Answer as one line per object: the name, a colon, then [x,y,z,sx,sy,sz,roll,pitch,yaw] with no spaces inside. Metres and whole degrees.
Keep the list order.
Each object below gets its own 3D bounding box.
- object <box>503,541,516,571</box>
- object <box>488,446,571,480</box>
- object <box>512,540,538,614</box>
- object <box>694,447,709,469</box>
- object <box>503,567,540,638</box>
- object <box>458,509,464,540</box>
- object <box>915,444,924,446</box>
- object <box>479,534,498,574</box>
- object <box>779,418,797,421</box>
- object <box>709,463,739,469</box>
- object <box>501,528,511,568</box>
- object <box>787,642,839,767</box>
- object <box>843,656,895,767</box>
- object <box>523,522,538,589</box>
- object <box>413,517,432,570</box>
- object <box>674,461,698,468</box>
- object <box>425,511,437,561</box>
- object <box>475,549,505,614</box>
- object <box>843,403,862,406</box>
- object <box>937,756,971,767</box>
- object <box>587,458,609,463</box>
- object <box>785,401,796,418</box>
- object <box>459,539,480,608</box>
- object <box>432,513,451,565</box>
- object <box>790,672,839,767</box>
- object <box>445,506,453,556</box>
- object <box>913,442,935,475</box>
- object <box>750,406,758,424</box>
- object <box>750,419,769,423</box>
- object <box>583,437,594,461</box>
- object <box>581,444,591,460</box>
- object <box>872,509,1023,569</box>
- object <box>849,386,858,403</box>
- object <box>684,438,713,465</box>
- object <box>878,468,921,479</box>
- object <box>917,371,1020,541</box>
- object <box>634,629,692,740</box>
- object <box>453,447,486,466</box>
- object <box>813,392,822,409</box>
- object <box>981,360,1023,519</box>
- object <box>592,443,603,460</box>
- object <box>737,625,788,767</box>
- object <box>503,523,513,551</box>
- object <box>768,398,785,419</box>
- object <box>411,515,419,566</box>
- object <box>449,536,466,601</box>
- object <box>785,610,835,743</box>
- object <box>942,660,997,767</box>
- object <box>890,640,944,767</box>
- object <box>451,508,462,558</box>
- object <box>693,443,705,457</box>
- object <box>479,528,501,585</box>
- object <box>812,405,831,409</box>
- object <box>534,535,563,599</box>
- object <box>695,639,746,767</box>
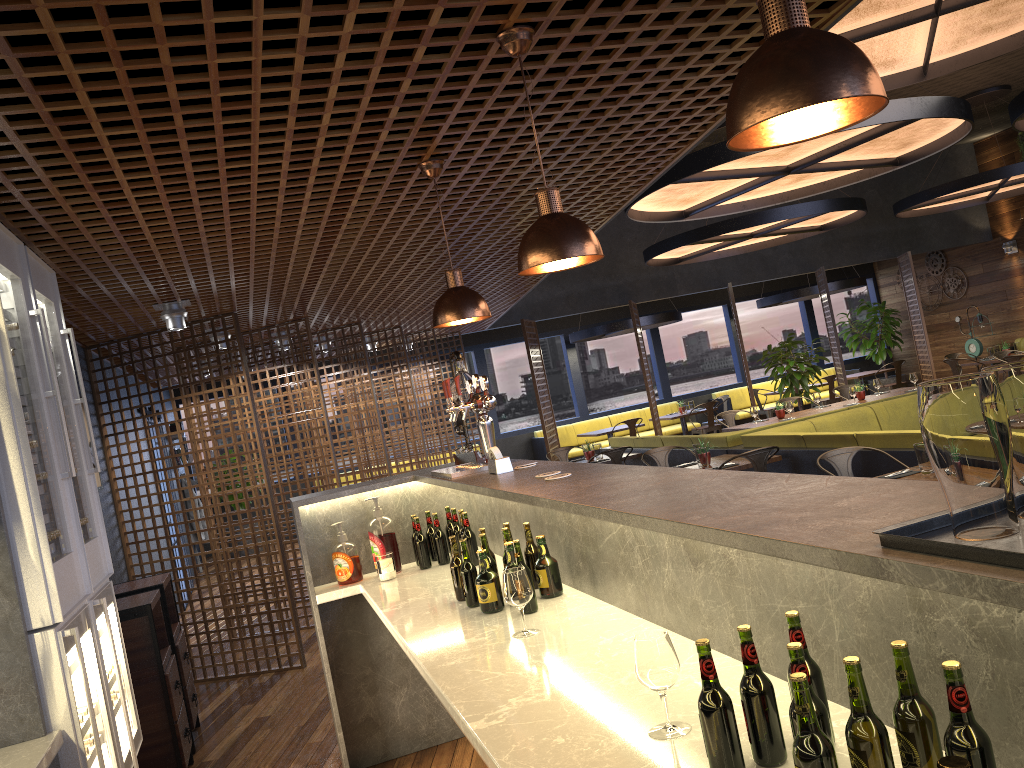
object: [0.010,0.692,3.255,0.088,0.224,0.088,-11,-1,13]
object: [0.094,0.268,3.260,0.200,0.106,0.766,-11,-1,-17]
object: [0.038,0.669,3.086,0.063,0.254,0.063,-11,-1,-29]
object: [1.586,0.623,7.400,0.102,0.178,0.102,-11,-1,-31]
object: [0.025,0.693,2.825,0.097,0.206,0.097,-11,-1,14]
object: [-0.224,0.733,4.286,0.063,0.254,0.063,-11,-1,11]
object: [2.418,0.387,5.017,0.238,0.271,0.260,-11,-1,5]
object: [-0.090,0.698,3.383,0.063,0.254,0.063,-11,-1,11]
object: [3.205,0.411,10.306,0.157,0.019,0.255,-11,-1,-17]
object: [1.724,0.676,7.287,0.255,0.019,0.157,-11,-1,-17]
object: [-0.004,0.681,3.419,0.063,0.254,0.063,-11,-1,-14]
object: [0.499,0.561,1.488,0.063,0.254,0.063,-11,-1,-25]
object: [0.551,0.550,1.374,0.063,0.254,0.063,-11,-1,11]
object: [0.080,0.664,3.446,0.063,0.254,0.063,-11,-1,-45]
object: [-0.446,0.778,4.346,0.063,0.254,0.063,-11,-1,-30]
object: [1.573,0.712,7.906,0.255,0.019,0.157,-11,-1,-17]
object: [-0.408,0.773,4.524,0.063,0.254,0.063,-12,-1,25]
object: [-0.090,0.711,3.207,0.088,0.224,0.088,-12,-1,28]
object: [4.057,0.243,10.572,0.157,0.019,0.255,-11,-1,-17]
object: [0.550,0.562,1.062,0.088,0.224,0.088,-11,-1,13]
object: [0.952,0.855,9.876,0.255,0.019,0.157,-11,-1,-17]
object: [3.278,0.302,10.454,0.097,0.206,0.097,-12,-1,29]
object: [-0.163,0.712,3.344,0.063,0.254,0.063,-12,-1,36]
object: [-0.356,0.760,4.363,0.063,0.254,0.063,-11,-1,-25]
object: [0.461,0.568,1.350,0.063,0.254,0.063,-11,-1,-14]
object: [-0.309,0.754,4.553,0.063,0.254,0.063,-11,-1,-45]
object: [2.420,0.435,5.189,0.102,0.178,0.102,-11,-1,-31]
object: [2.926,0.375,10.698,0.097,0.206,0.097,-12,-1,29]
object: [3.037,0.450,10.845,0.157,0.019,0.255,-11,-1,-17]
object: [0.890,0.742,10.185,0.260,0.271,0.238,-11,-1,-16]
object: [0.879,0.793,10.360,0.102,0.178,0.102,-11,-1,-1]
object: [0.684,0.174,1.056,0.273,0.019,0.437,-11,-1,-17]
object: [4.131,0.134,10.720,0.097,0.206,0.097,-12,-1,29]
object: [1.653,0.565,7.625,0.260,0.271,0.238,-11,-1,-16]
object: [2.342,0.533,5.324,0.255,0.019,0.157,-11,-1,-17]
object: [0.599,0.095,1.157,0.105,0.209,0.105,-11,-1,18]
object: [0.312,0.627,1.863,0.097,0.206,0.097,-12,-1,32]
object: [-0.199,0.344,4.316,0.091,0.091,0.177,-11,-1,-42]
object: [3.779,0.207,10.964,0.097,0.206,0.097,-12,-1,29]
object: [0.705,0.074,1.198,0.105,0.209,0.105,-11,-1,18]
object: [0.979,0.770,10.056,0.102,0.178,0.102,-11,-1,-11]
object: [0.453,0.572,1.637,0.063,0.254,0.063,-11,-1,-45]
object: [0.001,0.681,3.544,0.063,0.254,0.063,-11,-1,-20]
object: [3.205,0.283,10.659,0.238,0.271,0.260,-11,-1,5]
object: [-0.474,0.786,4.472,0.063,0.254,0.063,-11,-1,-25]
object: [-0.211,0.723,3.487,0.063,0.254,0.063,-12,-1,25]
object: [0.551,0.553,1.665,0.063,0.254,0.063,-11,-1,-15]
object: [0.660,0.528,1.281,0.063,0.254,0.063,-11,-1,-10]
object: [0.636,0.533,1.401,0.063,0.254,0.063,-11,-1,11]
object: [-0.268,0.743,4.413,0.063,0.254,0.063,-11,-1,-45]
object: [1.650,0.614,7.771,0.102,0.178,0.102,-11,-1,-31]
object: [-0.096,0.700,3.532,0.063,0.254,0.063,-11,-1,-45]
object: [3.889,0.282,11.110,0.157,0.019,0.255,-11,-1,-17]
object: [0.126,0.668,3.261,0.088,0.224,0.088,-11,-1,-22]
object: [0.369,0.589,1.605,0.063,0.254,0.063,-11,-1,-20]
